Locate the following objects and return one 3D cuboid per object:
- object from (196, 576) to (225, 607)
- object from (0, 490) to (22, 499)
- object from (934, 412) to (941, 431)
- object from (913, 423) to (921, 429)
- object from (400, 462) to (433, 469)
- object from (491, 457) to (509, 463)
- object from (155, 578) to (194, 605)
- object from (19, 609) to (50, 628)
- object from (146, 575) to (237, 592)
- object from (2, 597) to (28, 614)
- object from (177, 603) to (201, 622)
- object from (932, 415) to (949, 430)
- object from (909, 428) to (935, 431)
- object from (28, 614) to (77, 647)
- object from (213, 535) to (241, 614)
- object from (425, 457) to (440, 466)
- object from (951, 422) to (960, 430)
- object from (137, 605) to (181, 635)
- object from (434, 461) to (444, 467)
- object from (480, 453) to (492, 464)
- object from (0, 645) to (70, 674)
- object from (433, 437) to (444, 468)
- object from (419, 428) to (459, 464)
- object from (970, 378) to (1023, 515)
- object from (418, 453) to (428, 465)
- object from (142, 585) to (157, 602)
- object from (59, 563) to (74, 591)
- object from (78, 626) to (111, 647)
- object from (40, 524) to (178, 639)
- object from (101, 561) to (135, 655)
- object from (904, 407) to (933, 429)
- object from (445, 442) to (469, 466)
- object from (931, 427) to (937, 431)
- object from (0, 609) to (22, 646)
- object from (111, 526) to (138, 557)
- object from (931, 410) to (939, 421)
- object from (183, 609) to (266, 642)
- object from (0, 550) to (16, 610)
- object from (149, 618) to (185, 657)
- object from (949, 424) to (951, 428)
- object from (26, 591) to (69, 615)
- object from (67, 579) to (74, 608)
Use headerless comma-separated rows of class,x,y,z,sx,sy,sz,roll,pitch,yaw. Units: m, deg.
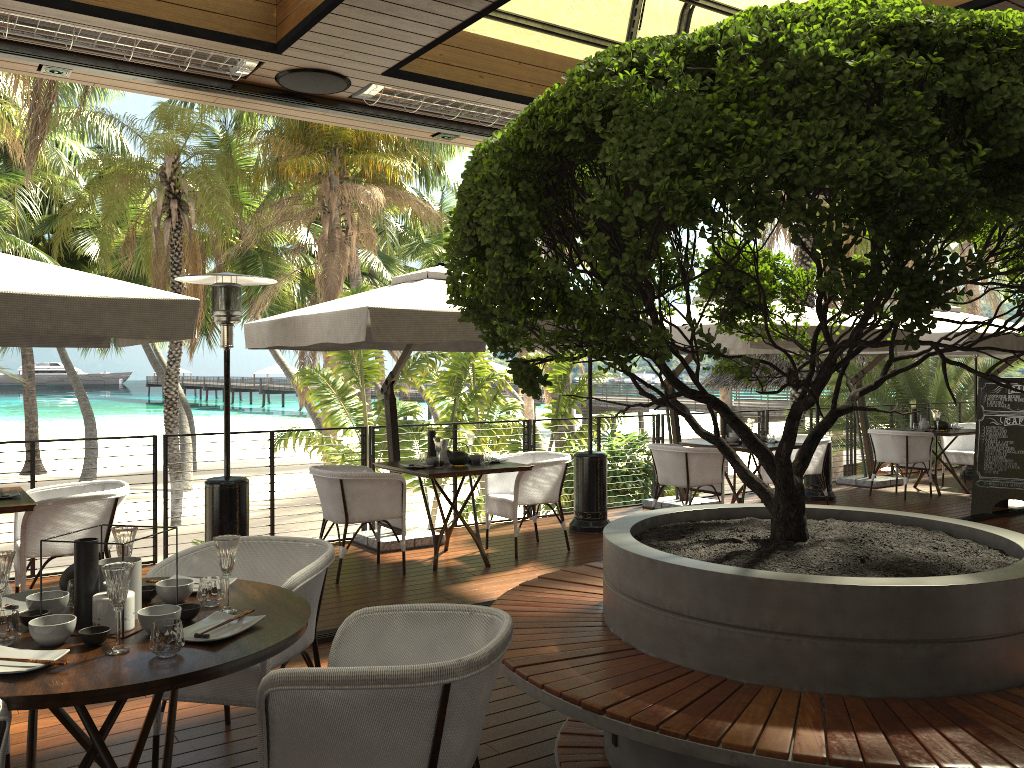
object,-0.942,0.652,2.781,0.086,0.086,0.086,0,0,-33
object,-2.997,0.650,5.219,0.170,0.025,0.294,-1,1,-34
object,5.023,0.442,10.466,0.082,0.227,0.082,0,0,-33
object,4.887,0.511,10.706,0.086,0.086,0.086,0,0,-30
object,-0.712,0.621,6.696,0.170,0.025,0.294,-1,1,-34
object,-0.177,0.612,7.144,0.170,0.025,0.294,-1,1,-34
object,-1.071,0.663,2.818,0.116,0.065,0.116,0,1,38
object,-1.375,0.679,2.552,0.080,0.042,0.080,-1,1,-45
object,-1.104,0.680,2.998,0.294,0.025,0.170,0,1,12
object,-1.566,0.687,2.637,0.170,0.025,0.294,0,1,17
object,-0.959,0.677,2.614,0.080,0.042,0.080,-1,1,-45
object,5.164,0.465,10.653,0.163,0.179,0.168,0,0,-36
object,4.863,0.546,10.499,0.170,0.025,0.294,-1,1,-34
object,-1.241,0.670,2.395,0.116,0.065,0.116,0,1,38
object,-0.868,0.580,2.702,0.082,0.227,0.082,0,0,18
object,-0.610,0.598,6.824,0.116,0.065,0.116,-1,1,-36
object,5.371,0.510,10.737,0.086,0.086,0.086,0,0,-30
object,-0.991,0.667,2.491,0.116,0.065,0.116,0,1,15
object,-0.553,0.611,6.743,0.080,0.042,0.080,0,1,17
object,-0.204,0.584,6.933,0.086,0.086,0.086,0,0,-30
object,-1.239,0.693,2.210,0.294,0.025,0.170,0,1,12
object,-0.552,0.517,6.662,0.082,0.227,0.082,0,0,-33
object,-0.580,0.495,7.096,0.263,0.264,0.263,0,0,11
object,5.190,0.633,9.043,0.768,1.397,0.771,0,0,40
object,-0.688,0.586,6.903,0.086,0.086,0.086,0,0,-30
object,-1.171,0.674,2.840,0.080,0.042,0.080,0,1,10
object,-1.390,0.605,2.904,0.163,0.179,0.168,0,0,15
object,-1.121,0.681,2.381,0.080,0.042,0.080,0,1,10
object,-1.169,0.568,2.589,0.263,0.264,0.263,0,0,12
object,-1.032,0.586,2.322,0.082,0.227,0.082,0,0,1
object,4.995,0.420,10.899,0.263,0.264,0.263,0,0,11
object,-0.412,0.540,6.846,0.168,0.179,0.163,0,0,-32
object,5.022,0.536,10.547,0.080,0.042,0.080,-1,1,-43
object,-1.369,0.659,2.387,0.086,0.086,0.086,0,0,-33
object,-1.257,0.578,2.878,0.082,0.227,0.082,0,0,1
object,5.238,0.433,10.980,0.082,0.227,0.082,0,0,-33
object,-0.822,0.687,2.519,0.170,0.025,0.294,0,1,17
object,-1.430,0.585,2.473,0.082,0.227,0.082,0,0,18
object,-0.894,0.659,2.297,0.086,0.086,0.086,0,0,-24
object,5.295,0.519,10.819,0.116,0.065,0.116,-1,1,-30
object,-1.391,0.666,2.657,0.116,0.065,0.116,0,1,15
object,-1.341,0.653,2.761,0.086,0.086,0.086,0,0,-24
